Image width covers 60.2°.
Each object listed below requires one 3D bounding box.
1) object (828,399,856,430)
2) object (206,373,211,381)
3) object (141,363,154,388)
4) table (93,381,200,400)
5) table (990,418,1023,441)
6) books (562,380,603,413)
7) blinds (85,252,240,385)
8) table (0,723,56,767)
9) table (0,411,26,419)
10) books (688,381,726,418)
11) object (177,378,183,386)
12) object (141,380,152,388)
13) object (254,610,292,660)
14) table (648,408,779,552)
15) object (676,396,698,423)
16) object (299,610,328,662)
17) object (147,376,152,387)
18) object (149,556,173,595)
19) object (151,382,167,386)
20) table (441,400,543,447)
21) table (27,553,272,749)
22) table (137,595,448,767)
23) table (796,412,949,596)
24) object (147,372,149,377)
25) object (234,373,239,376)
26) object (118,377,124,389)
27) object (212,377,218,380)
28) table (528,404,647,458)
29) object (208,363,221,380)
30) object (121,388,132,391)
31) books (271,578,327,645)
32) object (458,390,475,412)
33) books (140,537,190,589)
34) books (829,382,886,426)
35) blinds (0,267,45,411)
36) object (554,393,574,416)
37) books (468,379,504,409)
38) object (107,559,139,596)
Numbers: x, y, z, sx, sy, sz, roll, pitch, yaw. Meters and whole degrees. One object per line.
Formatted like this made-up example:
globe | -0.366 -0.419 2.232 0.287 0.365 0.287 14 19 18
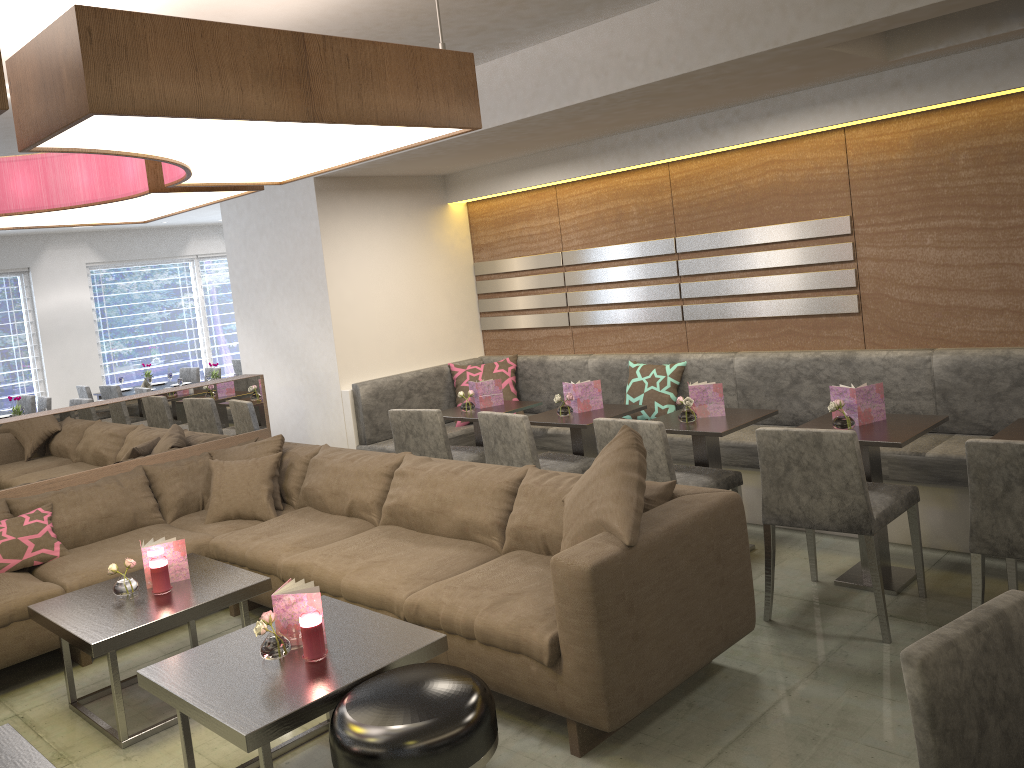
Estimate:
object | 1.357 0.124 3.633 0.106 0.125 0.095 -11 7 -44
object | -3.004 -0.037 8.770 0.053 0.138 0.053 -6 4 3
object | -3.883 -0.090 9.421 0.154 0.275 0.105 -3 5 43
table | -3.813 0.356 9.456 1.187 0.631 0.783 0 9 45
table | 2.029 0.504 3.129 0.505 0.651 0.510 -2 7 45
books | 0.387 0.065 4.829 0.158 0.164 0.143 -9 6 -25
blinds | -3.845 -0.802 12.174 0.045 2.033 3.679 -4 7 45
table | -1.331 1.177 1.930 0.657 0.410 0.663 0 9 45
table | -5.008 0.656 8.249 1.187 0.631 0.783 0 9 45
books | 0.940 0.073 4.276 0.157 0.164 0.144 -6 5 10
object | -3.208 0.014 8.564 0.053 0.138 0.053 -6 4 3
object | -3.922 -0.003 9.468 0.070 0.099 0.205 -5 7 15
object | -0.706 0.742 2.615 0.095 0.128 0.107 -6 5 5
table | 0.946 0.486 4.212 0.505 0.651 0.510 -2 7 45
object | 0.822 0.117 4.163 0.094 0.125 0.102 -6 5 9
object | -0.580 0.732 2.571 0.075 0.128 0.076 -6 4 8
object | -3.783 -0.009 9.244 0.053 0.138 0.053 -6 4 3
object | -1.323 0.719 3.324 0.075 0.128 0.076 -5 4 18
object | -3.919 -0.001 9.777 0.216 0.015 0.219 -3 8 23
table | -0.136 0.469 5.295 0.505 0.651 0.510 -2 7 45
table | -1.349 0.990 3.356 0.657 0.410 0.663 0 9 45
table | -0.631 1.002 2.637 0.657 0.410 0.663 0 9 45
table | 1.488 0.495 3.671 0.505 0.651 0.510 -2 7 45
object | -4.057 -0.058 9.855 0.053 0.138 0.053 -6 4 3
object | -2.596 -0.030 8.362 0.053 0.138 0.053 -6 4 3
object | -4.261 -0.007 9.649 0.053 0.138 0.053 -6 4 3
object | -2.730 0.012 8.158 0.053 0.138 0.053 -6 4 3
table | 0.405 0.478 4.753 0.505 0.651 0.510 -2 7 45
object | -2.811 -0.073 8.348 0.154 0.275 0.105 -3 5 43
object | -4.188 0.066 9.504 0.216 0.015 0.219 -3 8 23
books | -0.631 0.704 2.740 0.157 0.164 0.144 -6 5 10
object | -0.268 0.099 5.252 0.107 0.125 0.095 -7 5 -2
books | -1.366 0.692 3.478 0.158 0.164 0.143 -9 6 -25
books | 1.466 0.082 3.750 0.158 0.164 0.143 -9 6 -25
blinds | -8.049 0.253 7.926 0.045 2.032 7.153 -4 7 45
object | 0.278 0.107 4.716 0.110 0.125 0.092 -8 5 -12
books | -0.157 0.056 5.373 0.158 0.164 0.143 -9 6 -25
object | -1.479 0.732 3.362 0.102 0.131 0.092 -6 5 10
